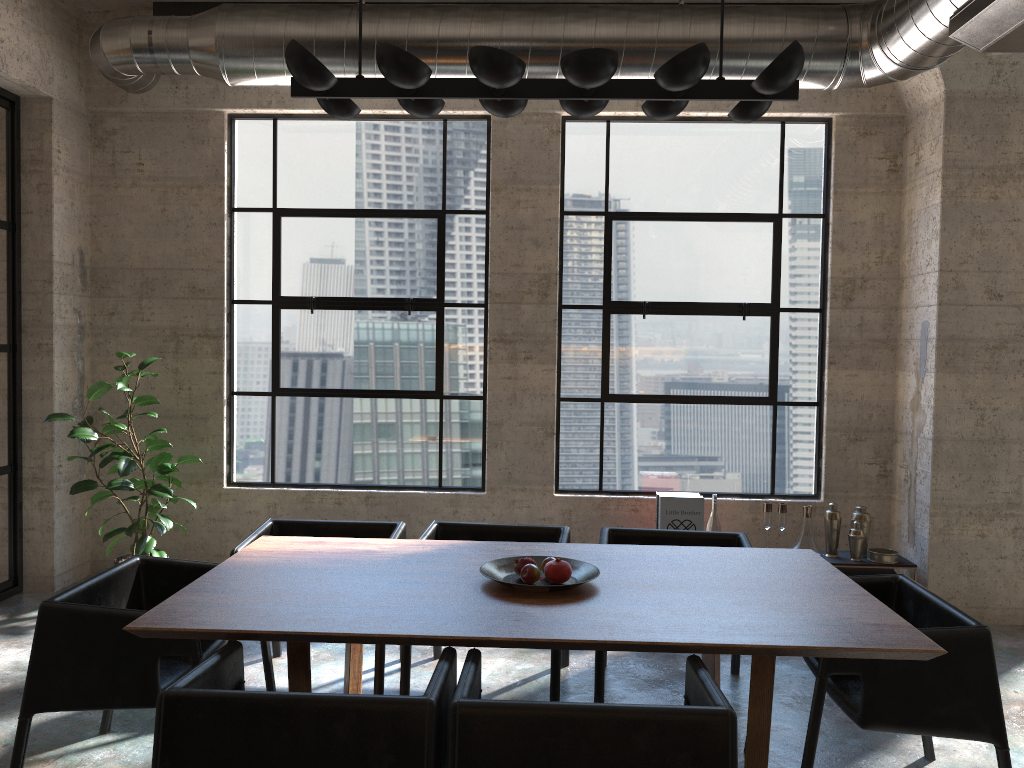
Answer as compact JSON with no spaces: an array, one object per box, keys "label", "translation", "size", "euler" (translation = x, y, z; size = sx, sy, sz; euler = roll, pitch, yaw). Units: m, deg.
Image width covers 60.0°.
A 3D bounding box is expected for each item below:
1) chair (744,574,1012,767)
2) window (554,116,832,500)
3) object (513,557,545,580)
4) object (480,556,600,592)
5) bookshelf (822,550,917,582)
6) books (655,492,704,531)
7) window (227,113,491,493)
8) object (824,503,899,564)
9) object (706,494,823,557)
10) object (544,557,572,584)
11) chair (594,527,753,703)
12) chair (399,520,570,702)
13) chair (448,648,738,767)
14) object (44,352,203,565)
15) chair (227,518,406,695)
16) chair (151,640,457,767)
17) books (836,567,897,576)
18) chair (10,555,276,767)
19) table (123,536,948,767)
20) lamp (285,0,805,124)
[{"label":"chair","translation":[1.300,1.128,3.200],"size":[0.754,0.738,0.707],"euler":[1,2,2]},{"label":"window","translation":[1.197,-0.504,5.932],"size":[1.780,2.530,0.081],"euler":[1,2,2]},{"label":"object","translation":[0.054,0.669,3.241],"size":[0.110,0.082,0.088],"euler":[3,3,42]},{"label":"object","translation":[0.100,0.679,3.211],"size":[0.435,0.079,0.435],"euler":[3,3,39]},{"label":"bookshelf","translation":[1.622,1.233,5.501],"size":[1.600,0.347,0.350],"euler":[1,2,2]},{"label":"books","translation":[1.036,0.868,5.514],"size":[0.277,0.362,0.191],"euler":[1,2,2]},{"label":"window","translation":[-4.104,-0.599,6.127],"size":[7.902,2.530,0.081],"euler":[1,2,2]},{"label":"object","translation":[2.148,0.904,5.439],"size":[0.415,0.333,0.248],"euler":[3,3,38]},{"label":"object","translation":[1.567,0.875,5.505],"size":[0.703,0.365,0.199],"euler":[1,2,13]},{"label":"object","translation":[0.123,0.666,3.219],"size":[0.100,0.097,0.219],"euler":[-1,3,-44]},{"label":"chair","translation":[0.747,1.082,4.093],"size":[0.707,0.738,0.754],"euler":[1,2,7]},{"label":"chair","translation":[-0.095,1.065,4.174],"size":[0.707,0.738,0.754],"euler":[1,2,7]},{"label":"chair","translation":[0.199,1.141,2.408],"size":[0.707,0.738,0.754],"euler":[1,2,2]},{"label":"object","translation":[-2.354,0.576,5.490],"size":[0.886,1.552,0.514],"euler":[1,2,-1]},{"label":"chair","translation":[-0.888,1.052,4.184],"size":[0.707,0.738,0.754],"euler":[1,2,2]},{"label":"chair","translation":[-0.533,1.128,2.444],"size":[0.707,0.738,0.754],"euler":[1,2,2]},{"label":"books","translation":[2.148,1.273,5.463],"size":[0.393,0.263,0.274],"euler":[1,2,12]},{"label":"chair","translation":[-1.323,1.081,3.289],"size":[0.754,0.738,0.707],"euler":[1,2,2]},{"label":"table","translation":[0.065,1.096,3.250],"size":[2.410,0.756,1.299],"euler":[1,2,2]},{"label":"lamp","translation":[0.118,-1.653,3.150],"size":[1.813,1.327,0.583],"euler":[1,2,2]}]
